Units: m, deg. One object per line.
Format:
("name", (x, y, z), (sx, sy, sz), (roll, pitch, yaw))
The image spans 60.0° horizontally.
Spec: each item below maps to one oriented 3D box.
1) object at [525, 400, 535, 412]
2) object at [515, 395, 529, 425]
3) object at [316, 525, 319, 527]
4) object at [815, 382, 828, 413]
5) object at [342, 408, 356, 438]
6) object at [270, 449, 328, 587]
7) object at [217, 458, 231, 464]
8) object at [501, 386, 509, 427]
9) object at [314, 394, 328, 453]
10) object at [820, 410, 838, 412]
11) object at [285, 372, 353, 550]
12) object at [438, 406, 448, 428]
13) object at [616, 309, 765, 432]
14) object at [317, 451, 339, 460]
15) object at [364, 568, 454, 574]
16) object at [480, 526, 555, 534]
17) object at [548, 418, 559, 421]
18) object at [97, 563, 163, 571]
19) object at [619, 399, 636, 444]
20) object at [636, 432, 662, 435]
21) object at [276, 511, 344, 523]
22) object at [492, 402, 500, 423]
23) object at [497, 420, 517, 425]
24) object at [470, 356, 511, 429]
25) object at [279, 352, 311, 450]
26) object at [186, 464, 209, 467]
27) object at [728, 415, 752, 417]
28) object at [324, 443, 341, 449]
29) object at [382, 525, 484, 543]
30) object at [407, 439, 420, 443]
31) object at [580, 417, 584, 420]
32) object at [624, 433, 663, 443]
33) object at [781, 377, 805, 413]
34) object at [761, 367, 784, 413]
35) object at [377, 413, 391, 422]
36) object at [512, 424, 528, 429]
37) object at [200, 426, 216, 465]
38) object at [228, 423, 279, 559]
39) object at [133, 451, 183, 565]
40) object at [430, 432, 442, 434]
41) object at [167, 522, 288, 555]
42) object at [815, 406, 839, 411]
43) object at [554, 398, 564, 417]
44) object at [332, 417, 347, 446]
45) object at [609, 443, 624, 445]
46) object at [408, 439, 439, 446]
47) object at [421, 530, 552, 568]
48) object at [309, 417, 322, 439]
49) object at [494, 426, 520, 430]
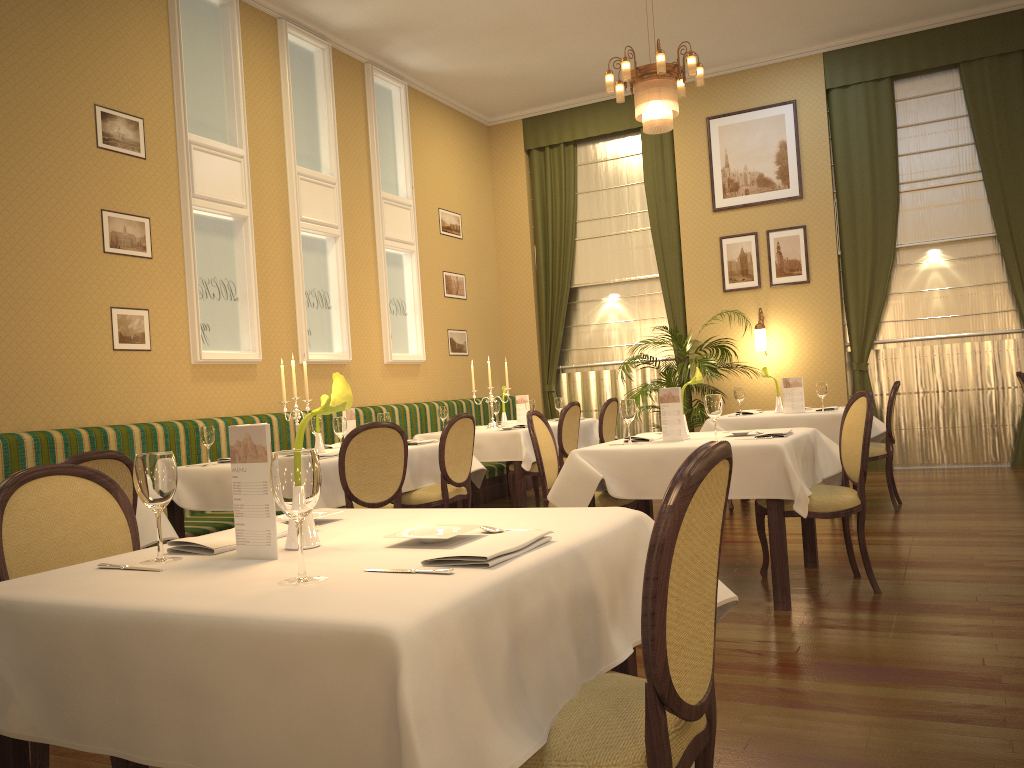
("object", (0.166, 0.256, 7.764), (0.088, 0.229, 0.088), (-4, -1, -16))
("object", (0.073, 0.244, 8.186), (0.166, 0.277, 0.081), (-4, -1, 43))
("object", (-0.551, 0.357, 2.191), (0.181, 0.015, 0.038), (-4, -1, 28))
("object", (2.312, 0.098, 6.611), (0.088, 0.229, 0.088), (-4, -1, -16))
("object", (-1.069, 0.299, 5.854), (0.081, 0.277, 0.166), (-4, -1, -12))
("object", (-0.374, 0.231, 1.553), (0.088, 0.229, 0.088), (-4, -1, -16))
("object", (-1.642, 0.456, 5.402), (0.142, 0.033, 0.273), (-4, -1, 26))
("object", (-0.069, 0.202, 8.174), (0.076, 0.375, 0.163), (-4, -1, 13))
("object", (-1.225, 0.257, 5.696), (0.076, 0.375, 0.163), (-3, -1, -42))
("object", (2.364, 0.205, 6.704), (0.185, 0.010, 0.017), (-4, -1, 26))
("object", (-0.422, 0.165, 1.921), (0.163, 0.375, 0.076), (-4, -1, 3))
("object", (-0.593, 0.306, 7.651), (0.088, 0.229, 0.088), (-4, -1, -16))
("object", (1.874, 0.132, 9.416), (1.496, 1.807, 1.552), (-4, -1, 7))
("object", (-1.091, 0.416, 5.165), (0.142, 0.033, 0.273), (-4, -1, 26))
("object", (-0.186, 0.328, 1.564), (0.185, 0.010, 0.017), (-4, -1, 26))
("object", (0.006, 0.316, 1.923), (0.181, 0.015, 0.038), (-4, -1, 28))
("object", (0.454, 0.348, 8.588), (0.160, 0.024, 0.160), (-4, -1, 26))
("object", (-0.770, 0.370, 1.791), (0.185, 0.010, 0.017), (-4, -1, 28))
("object", (0.604, 0.194, 4.594), (0.088, 0.229, 0.088), (-4, -1, -22))
("object", (0.805, 0.289, 5.027), (0.160, 0.024, 0.160), (-4, -1, 26))
("object", (-0.546, 0.354, 2.303), (0.160, 0.024, 0.160), (-4, -1, 26))
("object", (-0.153, 0.285, 8.527), (0.088, 0.229, 0.088), (-4, -1, -16))
("object", (-0.045, 0.380, 8.705), (0.142, 0.033, 0.273), (-4, -1, 26))
("object", (-0.188, 0.071, 7.861), (0.390, 0.655, 0.131), (-4, -1, 32))
("object", (-1.345, 0.127, 5.511), (0.390, 0.655, 0.131), (-4, -1, 41))
("object", (-1.829, 0.473, 5.155), (0.181, 0.015, 0.038), (-4, -1, 28))
("object", (1.780, 0.247, 6.931), (0.185, 0.010, 0.017), (-4, -1, 28))
("object", (-1.244, 0.438, 6.287), (0.142, 0.033, 0.273), (-4, -1, 26))
("object", (-0.164, 0.323, 1.882), (0.160, 0.024, 0.160), (-4, -1, 26))
("object", (-0.745, 0.405, 6.171), (0.160, 0.024, 0.160), (-4, -1, 26))
("object", (0.576, 0.339, 8.410), (0.142, 0.024, 0.273), (-4, -1, 26))
("object", (0.712, 0.290, 4.772), (0.142, 0.033, 0.273), (-4, -1, 26))
("object", (2.169, 0.088, 6.874), (0.166, 0.277, 0.081), (-4, -1, 33))
("object", (2.082, 0.045, 7.079), (0.076, 0.375, 0.163), (-3, -1, -42))
("object", (-0.831, 0.304, 5.777), (0.088, 0.229, 0.088), (-4, -1, -16))
("object", (0.108, 0.359, 7.583), (0.142, 0.033, 0.273), (-4, -1, 26))
("object", (-1.792, 0.364, 5.233), (0.088, 0.229, 0.088), (-4, -1, -16))
("object", (-0.544, 0.223, 1.861), (0.081, 0.277, 0.166), (-4, -1, -17))
("object", (-0.747, 0.259, 1.871), (0.088, 0.229, 0.088), (-4, -1, -16))
("object", (-0.630, 0.415, 7.573), (0.181, 0.015, 0.038), (-4, -1, 28))
("object", (-0.639, 0.355, 2.048), (0.142, 0.033, 0.273), (-4, -1, 26))
("object", (2.466, 0.196, 6.941), (0.142, 0.024, 0.273), (-4, -1, 26))
("object", (0.436, 0.241, 8.156), (0.088, 0.229, 0.088), (-4, -1, -16))
("object", (-1.034, 0.313, 5.346), (0.088, 0.229, 0.088), (-4, -1, -16))
("object", (0.581, 0.305, 4.514), (0.185, 0.010, 0.017), (-4, -1, 28))
("object", (-0.623, 0.396, 5.992), (0.142, 0.024, 0.273), (-4, -1, 26))
("object", (-0.043, 0.315, 1.704), (0.142, 0.024, 0.273), (-4, -1, 26))
("object", (-1.352, 0.342, 6.109), (0.088, 0.229, 0.088), (-4, -1, -22))
("object", (-0.038, 0.368, 7.299), (0.160, 0.024, 0.160), (-4, -1, 26))
